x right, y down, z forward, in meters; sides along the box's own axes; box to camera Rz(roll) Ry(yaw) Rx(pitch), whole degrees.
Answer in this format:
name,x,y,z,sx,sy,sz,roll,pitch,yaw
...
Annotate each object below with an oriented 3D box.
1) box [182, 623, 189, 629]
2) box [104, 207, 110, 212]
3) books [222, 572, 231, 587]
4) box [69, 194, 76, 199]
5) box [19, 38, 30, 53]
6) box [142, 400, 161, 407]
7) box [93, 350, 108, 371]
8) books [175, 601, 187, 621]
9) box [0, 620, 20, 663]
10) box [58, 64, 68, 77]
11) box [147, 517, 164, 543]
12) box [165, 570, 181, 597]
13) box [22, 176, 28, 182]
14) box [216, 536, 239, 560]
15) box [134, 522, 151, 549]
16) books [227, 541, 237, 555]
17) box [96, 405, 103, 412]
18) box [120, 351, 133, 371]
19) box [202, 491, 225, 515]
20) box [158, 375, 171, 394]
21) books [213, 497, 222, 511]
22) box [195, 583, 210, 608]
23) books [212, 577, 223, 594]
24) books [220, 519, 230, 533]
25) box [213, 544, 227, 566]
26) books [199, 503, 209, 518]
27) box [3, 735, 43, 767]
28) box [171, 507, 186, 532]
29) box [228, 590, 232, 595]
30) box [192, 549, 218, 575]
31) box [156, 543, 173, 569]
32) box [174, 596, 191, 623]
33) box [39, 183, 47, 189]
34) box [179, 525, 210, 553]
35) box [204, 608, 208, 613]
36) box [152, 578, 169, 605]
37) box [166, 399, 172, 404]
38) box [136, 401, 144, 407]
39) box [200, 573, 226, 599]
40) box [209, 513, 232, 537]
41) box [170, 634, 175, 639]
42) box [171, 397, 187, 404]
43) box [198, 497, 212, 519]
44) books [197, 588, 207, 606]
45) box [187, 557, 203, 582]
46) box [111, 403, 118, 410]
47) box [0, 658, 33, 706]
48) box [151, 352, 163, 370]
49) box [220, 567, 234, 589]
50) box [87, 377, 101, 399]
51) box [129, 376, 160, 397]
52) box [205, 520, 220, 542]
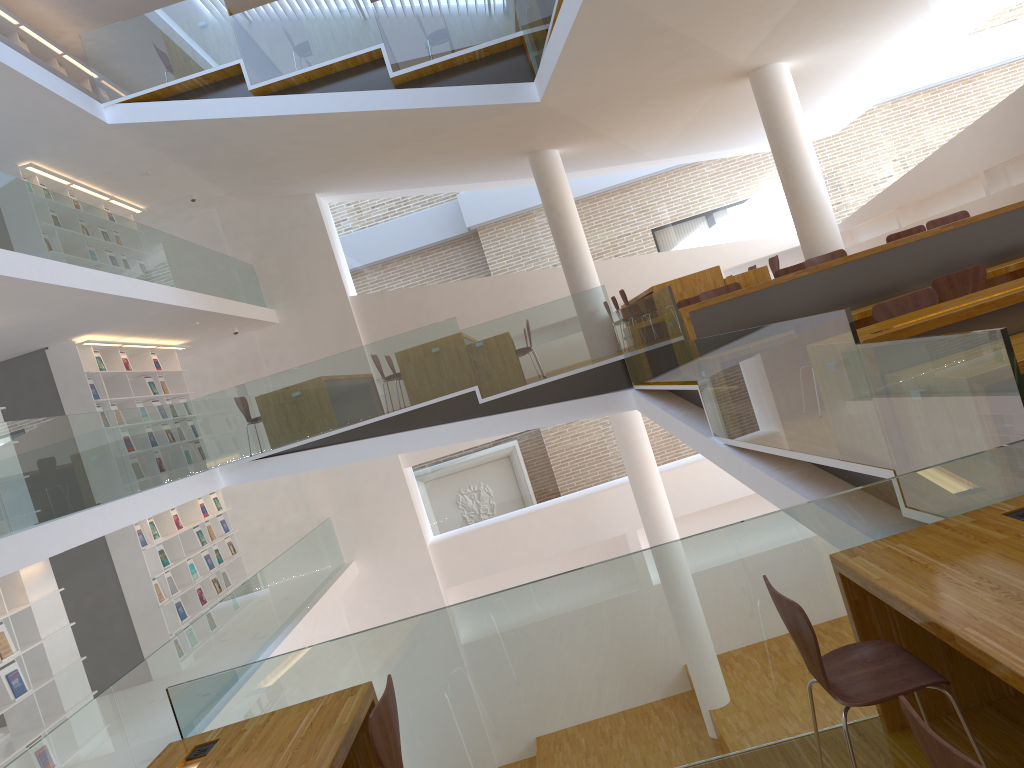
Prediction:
name,x,y,z,sx,sy,sz,roll,pitch,yaw
box,-3.904,2.988,10.471,0.274,0.296,0.245,-17,1,1
box,-5.508,-2.215,11.940,0.274,0.296,0.245,-17,1,1
books,-3.866,2.647,11.989,0.037,0.210,0.145,-17,1,1
box,-5.521,-2.198,11.019,0.274,0.296,0.245,-17,1,1
box,-6.126,-4.120,10.990,0.274,0.296,0.245,-17,1,1
box,-4.701,0.371,11.618,0.274,0.296,0.245,-17,1,1
box,-4.919,-0.230,10.370,0.274,0.296,0.245,-17,1,1
books,-3.893,2.671,10.433,0.037,0.210,0.145,-17,1,1
box,-4.194,2.096,7.131,0.274,0.296,0.245,-17,1,1
box,-6.113,-4.136,11.911,0.274,0.296,0.245,-17,1,1
box,-4.299,1.735,10.400,0.274,0.296,0.245,-17,1,1
box,-4.102,2.361,10.411,0.274,0.296,0.245,-17,1,1
box,-5.540,-2.174,9.944,0.274,0.296,0.245,-17,1,1
box,-4.068,2.318,12.548,0.274,0.296,0.245,-17,1,1
box,-4.305,1.745,10.028,0.274,0.296,0.245,-17,1,1
books,-3.953,2.330,12.540,0.037,0.210,0.145,-17,1,1
box,-4.727,0.403,10.006,0.274,0.296,0.245,-17,1,1
box,-4.906,-0.246,11.048,0.274,0.296,0.245,-17,1,1
box,-4.265,1.692,12.525,0.274,0.296,0.245,-17,1,1
box,-4.794,0.050,11.975,0.274,0.296,0.245,-17,1,1
books,-4.154,1.700,12.527,0.037,0.210,0.145,-17,1,1
box,-3.992,2.661,11.100,0.274,0.296,0.245,-17,1,1
books,-3.871,2.653,11.657,0.037,0.210,0.145,-17,1,1
books,-4.050,2.020,12.532,0.037,0.210,0.145,-17,1,1
box,-4.076,2.329,11.999,0.274,0.296,0.245,-17,1,1
books,-4.162,1.716,11.990,0.037,0.210,0.145,-17,1,1
box,-3.897,3.036,7.171,0.274,0.296,0.245,-17,1,1
box,-4.287,1.719,11.078,0.274,0.296,0.245,-17,1,1
box,-3.879,2.956,12.019,0.274,0.296,0.245,-17,1,1
box,-4.082,2.336,11.647,0.274,0.296,0.245,-17,1,1
box,-4.202,2.043,10.429,0.274,0.296,0.245,-17,1,1
box,-4.003,2.674,10.455,0.274,0.296,0.245,-17,1,1
box,-5.533,-2.182,10.341,0.274,0.296,0.245,-17,1,1
box,-4.181,2.024,11.643,0.274,0.296,0.245,-17,1,1
box,-3.893,2.975,11.105,0.274,0.296,0.245,-17,1,1
box,-4.108,2.369,10.036,0.274,0.296,0.245,-17,1,1
box,-4.696,0.364,11.969,0.274,0.296,0.245,-17,1,1
box,-4.710,0.382,11.080,0.274,0.296,0.245,-17,1,1
box,-3.983,2.650,11.666,0.274,0.296,0.245,-17,1,1
box,-4.167,2.004,12.530,0.274,0.296,0.245,-17,1,1
box,-3.910,2.998,10.043,0.274,0.296,0.245,-17,1,1
box,-4.687,0.352,12.505,0.274,0.296,0.245,-17,1,1
box,-4.273,1.703,12.000,0.274,0.296,0.245,-17,1,1
books,-3.884,2.662,11.096,0.037,0.210,0.145,-17,1,1
box,-4.091,2.347,11.110,0.274,0.296,0.245,-17,1,1
box,-4.721,0.396,10.382,0.274,0.296,0.245,-17,1,1
box,-4.095,2.409,7.137,0.274,0.296,0.245,-17,1,1
box,-4.893,-0.263,11.970,0.274,0.296,0.245,-17,1,1
box,-3.977,2.642,12.024,0.274,0.296,0.245,-17,1,1
box,-4.826,0.090,9.995,0.274,0.296,0.245,-17,1,1
box,-4.800,0.058,11.613,0.274,0.296,0.245,-17,1,1
box,-4.175,2.015,12.004,0.274,0.296,0.245,-17,1,1
